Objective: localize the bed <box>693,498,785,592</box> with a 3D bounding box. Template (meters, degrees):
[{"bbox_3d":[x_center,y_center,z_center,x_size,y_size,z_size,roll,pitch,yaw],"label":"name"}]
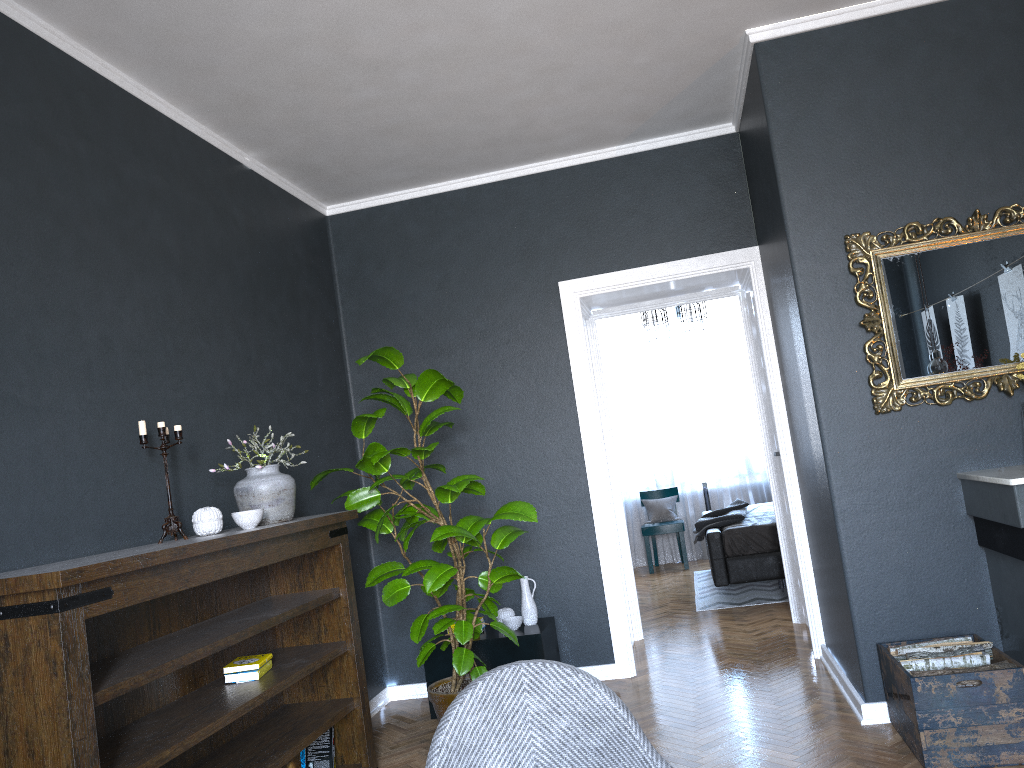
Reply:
[{"bbox_3d":[2.691,0.991,7.436,2.376,1.160,2.267,-9,-5,10],"label":"bed"}]

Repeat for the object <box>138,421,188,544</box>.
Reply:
[{"bbox_3d":[-1.234,0.339,3.132,0.129,0.437,0.145,-4,-6,-43],"label":"object"}]

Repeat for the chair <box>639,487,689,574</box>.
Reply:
[{"bbox_3d":[1.562,1.492,9.120,0.436,0.797,0.593,-9,-5,10],"label":"chair"}]

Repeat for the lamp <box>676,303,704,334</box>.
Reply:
[{"bbox_3d":[1.619,-0.852,8.254,0.210,0.746,0.210,-10,-5,24],"label":"lamp"}]

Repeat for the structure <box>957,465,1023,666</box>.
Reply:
[{"bbox_3d":[2.309,0.750,3.148,1.066,0.980,0.834,-9,-5,10],"label":"structure"}]

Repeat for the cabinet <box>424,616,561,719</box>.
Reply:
[{"bbox_3d":[-0.093,1.543,4.836,0.650,0.390,0.456,-9,-5,10],"label":"cabinet"}]

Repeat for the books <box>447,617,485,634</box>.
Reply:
[{"bbox_3d":[-0.257,1.343,4.911,0.215,0.066,0.162,-9,-5,6],"label":"books"}]

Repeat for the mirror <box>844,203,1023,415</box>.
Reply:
[{"bbox_3d":[1.972,-0.334,3.642,1.057,0.783,0.067,-9,-4,10],"label":"mirror"}]

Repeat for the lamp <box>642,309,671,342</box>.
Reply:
[{"bbox_3d":[1.262,-0.794,8.006,0.210,0.803,0.210,-10,-5,24],"label":"lamp"}]

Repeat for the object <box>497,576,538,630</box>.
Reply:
[{"bbox_3d":[-0.007,1.201,4.870,0.229,0.267,0.228,-13,-7,44],"label":"object"}]

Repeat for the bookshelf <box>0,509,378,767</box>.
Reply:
[{"bbox_3d":[-1.008,1.111,3.009,0.451,1.170,1.920,-9,-5,10],"label":"bookshelf"}]

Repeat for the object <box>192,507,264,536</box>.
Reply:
[{"bbox_3d":[-1.036,0.490,3.244,0.255,0.103,0.118,-6,-5,-24],"label":"object"}]

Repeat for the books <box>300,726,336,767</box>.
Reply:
[{"bbox_3d":[-0.827,1.564,3.792,0.179,0.192,0.122,-9,-5,14],"label":"books"}]

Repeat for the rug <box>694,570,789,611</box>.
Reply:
[{"bbox_3d":[2.269,1.642,7.453,1.459,0.013,2.047,-9,-5,10],"label":"rug"}]

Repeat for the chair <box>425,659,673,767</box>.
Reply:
[{"bbox_3d":[0.079,1.021,1.792,0.645,0.810,0.495,-7,-5,-11],"label":"chair"}]

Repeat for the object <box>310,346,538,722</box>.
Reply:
[{"bbox_3d":[-0.399,0.770,4.197,1.118,1.896,0.764,-9,-4,4],"label":"object"}]

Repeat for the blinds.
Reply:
[{"bbox_3d":[2.039,0.445,9.498,3.994,2.785,0.312,-9,-4,10],"label":"blinds"}]

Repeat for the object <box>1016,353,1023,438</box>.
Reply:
[{"bbox_3d":[2.341,-0.011,3.343,0.727,0.546,0.474,-9,-5,13],"label":"object"}]

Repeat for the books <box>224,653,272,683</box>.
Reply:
[{"bbox_3d":[-0.977,1.101,3.367,0.174,0.113,0.197,-8,-5,-1],"label":"books"}]

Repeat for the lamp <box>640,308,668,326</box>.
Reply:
[{"bbox_3d":[1.178,-0.868,7.629,0.210,0.713,0.210,-10,-5,24],"label":"lamp"}]

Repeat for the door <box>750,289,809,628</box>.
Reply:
[{"bbox_3d":[1.686,0.421,5.345,0.162,2.184,0.857,-9,-5,10],"label":"door"}]

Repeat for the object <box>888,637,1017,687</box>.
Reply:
[{"bbox_3d":[1.652,1.106,3.342,0.370,0.246,0.533,-9,-5,11],"label":"object"}]

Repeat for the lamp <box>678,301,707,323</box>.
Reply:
[{"bbox_3d":[1.435,-0.904,7.285,0.210,0.768,0.210,-10,-5,24],"label":"lamp"}]

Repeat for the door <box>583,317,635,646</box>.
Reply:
[{"bbox_3d":[0.535,0.607,5.560,0.162,2.184,0.857,-9,-5,10],"label":"door"}]

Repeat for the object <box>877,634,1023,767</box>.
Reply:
[{"bbox_3d":[1.659,1.181,3.336,0.383,0.325,0.553,-9,-5,10],"label":"object"}]

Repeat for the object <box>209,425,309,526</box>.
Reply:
[{"bbox_3d":[-1.013,0.363,3.589,0.385,0.412,0.276,-7,-5,-11],"label":"object"}]
